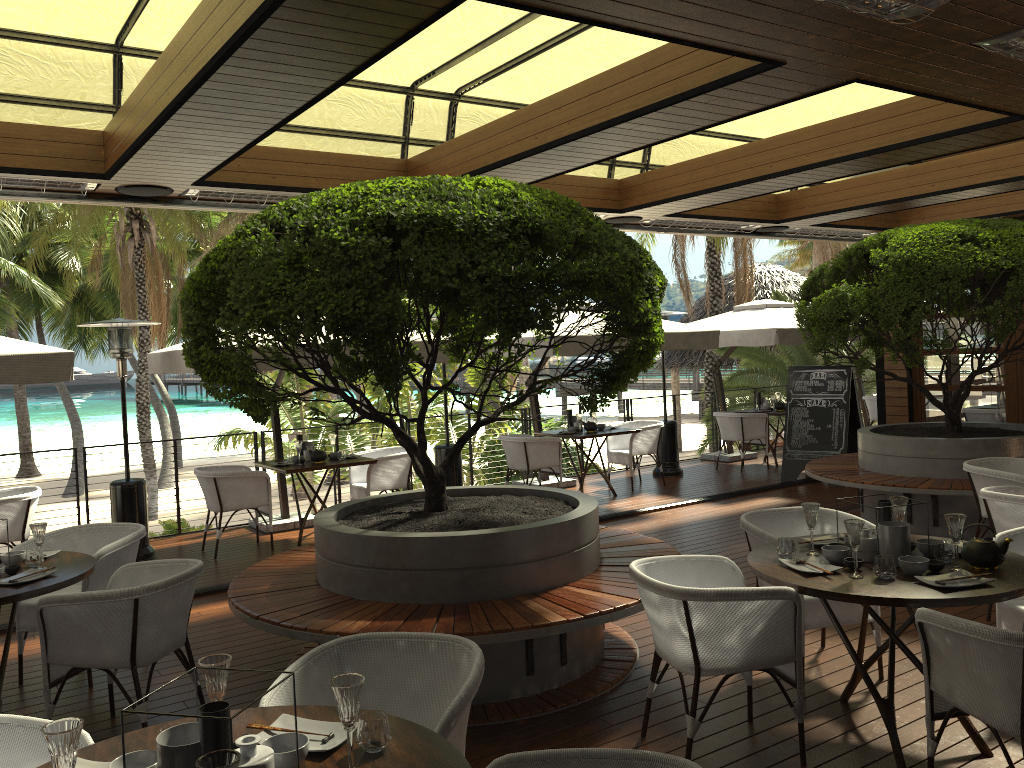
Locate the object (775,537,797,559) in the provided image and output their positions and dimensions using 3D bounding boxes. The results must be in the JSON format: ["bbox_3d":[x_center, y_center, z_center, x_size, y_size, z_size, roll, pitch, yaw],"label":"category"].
[{"bbox_3d":[1.227,0.736,3.972,0.086,0.086,0.086,-2,2,34],"label":"object"}]

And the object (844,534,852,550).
[{"bbox_3d":[1.579,0.728,4.051,0.116,0.065,0.116,-2,2,10],"label":"object"}]

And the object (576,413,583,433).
[{"bbox_3d":[0.781,0.455,10.245,0.082,0.227,0.082,-4,2,-45],"label":"object"}]

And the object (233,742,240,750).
[{"bbox_3d":[-0.665,0.909,2.167,0.080,0.042,0.080,-4,2,-41],"label":"object"}]

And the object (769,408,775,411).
[{"bbox_3d":[3.584,0.354,12.215,0.080,0.042,0.080,-4,3,-43],"label":"object"}]

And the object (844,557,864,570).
[{"bbox_3d":[1.437,0.758,3.724,0.080,0.042,0.080,-2,2,17],"label":"object"}]

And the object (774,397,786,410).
[{"bbox_3d":[3.723,0.275,12.319,0.163,0.179,0.168,-4,2,-36],"label":"object"}]

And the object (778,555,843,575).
[{"bbox_3d":[1.271,0.773,3.744,0.170,0.025,0.295,-3,2,-12],"label":"object"}]

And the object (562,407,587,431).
[{"bbox_3d":[0.755,0.426,10.679,0.263,0.264,0.263,-2,2,11],"label":"object"}]

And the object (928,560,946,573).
[{"bbox_3d":[1.730,0.749,3.626,0.080,0.042,0.080,-2,2,5],"label":"object"}]

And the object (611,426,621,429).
[{"bbox_3d":[1.163,0.525,10.726,0.170,0.025,0.294,-4,2,-34],"label":"object"}]

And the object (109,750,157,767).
[{"bbox_3d":[-0.875,0.910,2.066,0.116,0.065,0.116,-1,2,36],"label":"object"}]

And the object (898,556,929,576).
[{"bbox_3d":[1.631,0.743,3.598,0.116,0.065,0.116,-2,2,10],"label":"object"}]

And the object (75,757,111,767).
[{"bbox_3d":[-1.055,0.939,2.043,0.170,0.025,0.295,-2,2,15],"label":"object"}]

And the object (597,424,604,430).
[{"bbox_3d":[1.058,0.514,10.598,0.116,0.065,0.116,-4,2,-35],"label":"object"}]

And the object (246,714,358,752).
[{"bbox_3d":[-0.562,0.908,2.299,0.294,0.025,0.170,-2,2,20],"label":"object"}]

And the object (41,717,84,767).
[{"bbox_3d":[-0.948,0.836,1.882,0.082,0.227,0.082,-2,1,4],"label":"object"}]

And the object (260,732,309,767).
[{"bbox_3d":[-0.544,0.893,2.129,0.116,0.065,0.116,-2,2,24],"label":"object"}]

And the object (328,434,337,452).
[{"bbox_3d":[-1.792,0.620,8.877,0.082,0.227,0.082,-3,1,-33],"label":"object"}]

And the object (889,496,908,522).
[{"bbox_3d":[1.779,0.635,4.070,0.082,0.227,0.082,-3,1,-22],"label":"object"}]

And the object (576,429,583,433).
[{"bbox_3d":[0.784,0.547,10.328,0.080,0.042,0.080,-2,2,17],"label":"object"}]

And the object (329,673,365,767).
[{"bbox_3d":[-0.381,0.804,2.078,0.082,0.227,0.082,-2,1,4],"label":"object"}]

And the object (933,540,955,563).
[{"bbox_3d":[1.841,0.716,3.776,0.086,0.086,0.086,-2,2,34],"label":"object"}]

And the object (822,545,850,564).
[{"bbox_3d":[1.405,0.744,3.847,0.116,0.065,0.116,-3,2,-13],"label":"object"}]

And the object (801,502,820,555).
[{"bbox_3d":[1.357,0.656,4.015,0.082,0.227,0.082,-3,1,-16],"label":"object"}]

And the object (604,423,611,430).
[{"bbox_3d":[1.133,0.503,10.516,0.086,0.086,0.086,-3,2,-29],"label":"object"}]

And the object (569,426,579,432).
[{"bbox_3d":[0.728,0.536,10.409,0.116,0.065,0.116,-4,2,-35],"label":"object"}]

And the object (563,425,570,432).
[{"bbox_3d":[0.649,0.525,10.488,0.086,0.086,0.086,-3,2,-29],"label":"object"}]

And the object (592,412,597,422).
[{"bbox_3d":[0.999,0.427,10.758,0.082,0.227,0.082,-3,1,-33],"label":"object"}]

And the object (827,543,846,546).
[{"bbox_3d":[1.468,0.747,4.006,0.080,0.042,0.080,-3,2,-18],"label":"object"}]

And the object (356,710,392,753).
[{"bbox_3d":[-0.346,0.870,2.215,0.086,0.086,0.086,-3,2,-25],"label":"object"}]

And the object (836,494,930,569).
[{"bbox_3d":[1.604,0.636,3.844,0.263,0.264,0.263,-3,2,-17],"label":"object"}]

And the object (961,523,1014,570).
[{"bbox_3d":[1.950,0.668,3.672,0.163,0.179,0.168,-3,2,-13],"label":"object"}]

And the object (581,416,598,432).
[{"bbox_3d":[0.923,0.469,10.428,0.168,0.179,0.163,-3,2,-32],"label":"object"}]

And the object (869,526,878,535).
[{"bbox_3d":[1.688,0.710,4.118,0.086,0.086,0.086,-2,2,29],"label":"object"}]

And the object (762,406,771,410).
[{"bbox_3d":[3.527,0.342,12.296,0.116,0.065,0.116,-4,2,-30],"label":"object"}]

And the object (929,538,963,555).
[{"bbox_3d":[1.982,0.733,3.992,0.170,0.025,0.295,-3,2,-12],"label":"object"}]

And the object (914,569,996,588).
[{"bbox_3d":[1.747,0.763,3.455,0.295,0.025,0.170,-3,2,-17],"label":"object"}]

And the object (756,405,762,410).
[{"bbox_3d":[3.449,0.331,12.375,0.086,0.086,0.086,-3,2,-29],"label":"object"}]

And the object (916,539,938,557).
[{"bbox_3d":[1.836,0.723,3.891,0.116,0.065,0.116,-3,2,-13],"label":"object"}]

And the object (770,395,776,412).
[{"bbox_3d":[3.580,0.261,12.132,0.082,0.227,0.082,-3,1,-33],"label":"object"}]

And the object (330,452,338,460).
[{"bbox_3d":[-1.733,0.707,8.717,0.116,0.065,0.116,-4,2,-35],"label":"object"}]

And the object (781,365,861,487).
[{"bbox_3d":[3.746,0.475,10.712,0.768,1.396,0.772,-2,2,40],"label":"object"}]

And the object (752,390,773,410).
[{"bbox_3d":[3.554,0.232,12.566,0.263,0.264,0.263,-2,2,11],"label":"object"}]

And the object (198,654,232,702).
[{"bbox_3d":[-0.752,0.814,2.261,0.082,0.227,0.082,-2,1,9],"label":"object"}]

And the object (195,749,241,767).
[{"bbox_3d":[-0.553,0.826,1.688,0.082,0.227,0.082,-2,1,9],"label":"object"}]

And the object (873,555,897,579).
[{"bbox_3d":[1.499,0.739,3.569,0.086,0.086,0.086,-2,2,29],"label":"object"}]

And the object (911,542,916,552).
[{"bbox_3d":[1.772,0.734,3.976,0.080,0.042,0.080,-2,2,17],"label":"object"}]

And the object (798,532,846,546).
[{"bbox_3d":[1.491,0.747,4.213,0.295,0.025,0.170,-3,2,-17],"label":"object"}]

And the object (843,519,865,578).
[{"bbox_3d":[1.394,0.669,3.602,0.082,0.227,0.082,-3,1,-22],"label":"object"}]

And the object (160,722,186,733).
[{"bbox_3d":[-0.831,0.893,2.193,0.086,0.086,0.086,-2,2,20],"label":"object"}]

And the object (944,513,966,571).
[{"bbox_3d":[1.819,0.649,3.632,0.082,0.227,0.082,-3,1,-16],"label":"object"}]

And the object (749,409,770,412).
[{"bbox_3d":[3.425,0.371,12.169,0.170,0.025,0.294,-4,2,-34],"label":"object"}]

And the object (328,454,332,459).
[{"bbox_3d":[-1.789,0.718,8.799,0.080,0.042,0.080,-2,2,17],"label":"object"}]

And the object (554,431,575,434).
[{"bbox_3d":[0.626,0.565,10.282,0.170,0.025,0.294,-4,2,-34],"label":"object"}]

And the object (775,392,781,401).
[{"bbox_3d":[3.798,0.233,12.645,0.082,0.227,0.082,-3,1,-33],"label":"object"}]
